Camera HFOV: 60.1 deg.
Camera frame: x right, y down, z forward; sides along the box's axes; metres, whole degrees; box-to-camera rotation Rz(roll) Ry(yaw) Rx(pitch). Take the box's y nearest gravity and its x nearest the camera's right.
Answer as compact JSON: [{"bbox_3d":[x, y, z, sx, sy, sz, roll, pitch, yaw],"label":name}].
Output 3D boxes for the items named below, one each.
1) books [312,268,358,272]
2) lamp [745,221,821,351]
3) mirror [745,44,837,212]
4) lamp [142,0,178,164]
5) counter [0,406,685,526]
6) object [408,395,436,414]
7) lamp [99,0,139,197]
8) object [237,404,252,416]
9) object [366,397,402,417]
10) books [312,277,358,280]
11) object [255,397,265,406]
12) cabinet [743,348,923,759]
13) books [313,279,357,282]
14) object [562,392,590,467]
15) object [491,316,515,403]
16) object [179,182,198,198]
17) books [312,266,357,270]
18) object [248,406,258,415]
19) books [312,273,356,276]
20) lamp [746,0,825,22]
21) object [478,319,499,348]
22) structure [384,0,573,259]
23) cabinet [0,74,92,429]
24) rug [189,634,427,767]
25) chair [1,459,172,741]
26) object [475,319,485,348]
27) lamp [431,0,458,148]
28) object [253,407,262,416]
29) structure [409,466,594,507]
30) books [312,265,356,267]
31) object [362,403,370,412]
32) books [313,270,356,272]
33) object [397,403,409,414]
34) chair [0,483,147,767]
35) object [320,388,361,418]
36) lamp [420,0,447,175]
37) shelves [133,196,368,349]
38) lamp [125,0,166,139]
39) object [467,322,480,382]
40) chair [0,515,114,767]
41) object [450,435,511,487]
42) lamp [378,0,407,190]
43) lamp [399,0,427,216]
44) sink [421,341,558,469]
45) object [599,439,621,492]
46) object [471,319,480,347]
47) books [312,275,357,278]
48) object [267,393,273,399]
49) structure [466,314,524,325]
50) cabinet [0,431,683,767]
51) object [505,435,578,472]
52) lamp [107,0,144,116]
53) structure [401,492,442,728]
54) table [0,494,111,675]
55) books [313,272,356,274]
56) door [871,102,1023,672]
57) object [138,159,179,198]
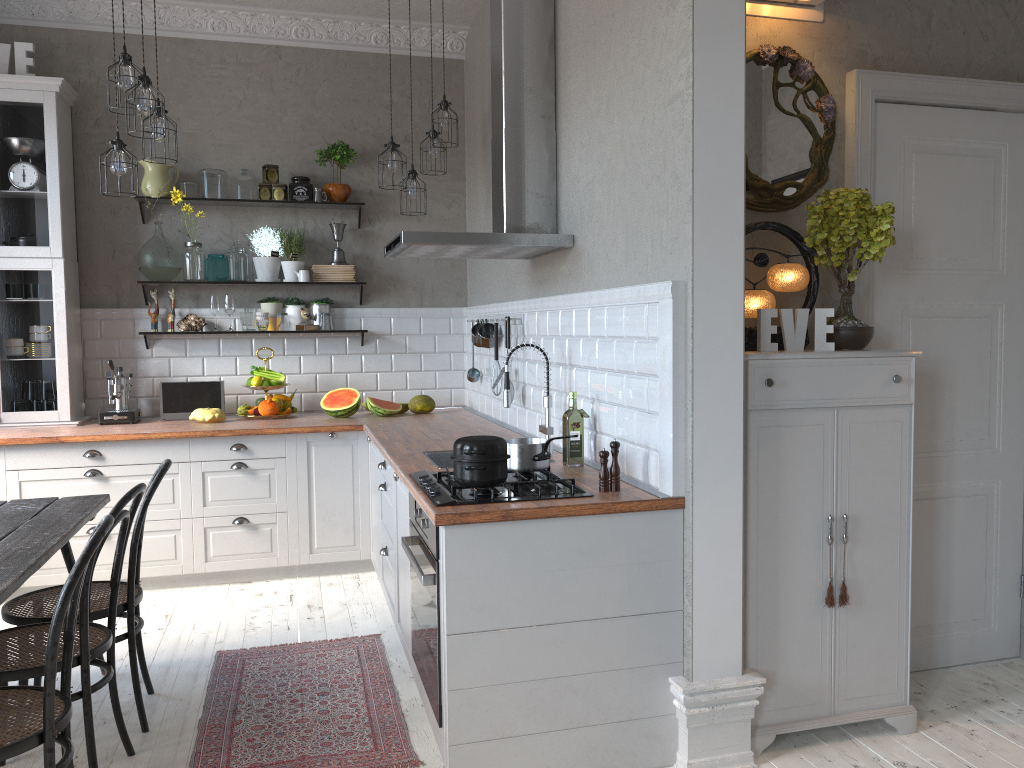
[{"bbox_3d":[-1.116,-0.718,5.576,0.262,0.016,0.157,-1,4,-3],"label":"books"},{"bbox_3d":[0.871,-0.277,3.049,0.452,0.558,0.171,-1,4,-8],"label":"lamp"},{"bbox_3d":[0.937,-0.915,3.163,0.539,0.593,0.070,-2,4,-16],"label":"mirror"},{"bbox_3d":[-1.622,-1.886,4.004,0.149,1.735,0.144,-3,4,-28],"label":"lamp"},{"bbox_3d":[-1.407,0.307,3.901,3.197,0.039,3.352,-1,4,-15],"label":"counter"},{"bbox_3d":[-0.557,0.125,5.482,0.129,0.119,0.208,2,5,38],"label":"object"},{"bbox_3d":[-1.791,-1.723,3.968,0.143,1.735,0.150,3,5,42],"label":"lamp"},{"bbox_3d":[-1.585,0.155,5.305,0.076,0.072,0.153,0,4,15],"label":"object"},{"bbox_3d":[-0.756,0.135,5.296,0.228,0.127,0.145,-3,4,-32],"label":"object"},{"bbox_3d":[-1.116,-0.664,5.579,0.262,0.016,0.157,-1,4,-3],"label":"books"},{"bbox_3d":[-1.501,0.115,5.381,0.078,0.076,0.155,0,4,12],"label":"object"},{"bbox_3d":[0.997,0.534,3.035,0.674,1.297,0.379,-2,4,-16],"label":"cabinet"},{"bbox_3d":[-1.116,-0.653,5.580,0.263,0.011,0.156,-1,4,-10],"label":"books"},{"bbox_3d":[0.244,0.170,3.349,0.090,0.282,0.081,-2,4,-15],"label":"object"},{"bbox_3d":[-0.058,-0.120,4.489,0.082,0.443,0.325,-2,4,-14],"label":"object"},{"bbox_3d":[-1.937,-1.151,5.309,0.104,0.111,0.102,-2,4,-15],"label":"object"},{"bbox_3d":[-1.116,-0.729,5.575,0.262,0.016,0.157,-1,4,-7],"label":"books"},{"bbox_3d":[-1.538,0.159,5.282,0.084,0.057,0.089,1,4,17],"label":"object"},{"bbox_3d":[-1.116,-0.686,5.578,0.263,0.011,0.156,-1,4,-10],"label":"books"},{"bbox_3d":[0.954,-1.389,3.055,0.420,0.171,0.217,-2,4,-16],"label":"lamp"},{"bbox_3d":[-0.126,-0.276,4.841,0.108,0.161,0.137,0,4,2],"label":"object"},{"bbox_3d":[-0.183,-1.380,3.894,0.721,1.596,0.704,-2,4,-15],"label":"structure"},{"bbox_3d":[-2.889,-0.698,4.915,0.889,1.921,0.383,-2,4,-16],"label":"cabinet"},{"bbox_3d":[-0.777,1.174,3.300,0.744,0.014,1.274,-1,4,-14],"label":"rug"},{"bbox_3d":[-1.481,0.740,3.123,0.556,0.920,0.432,-2,4,-18],"label":"chair"},{"bbox_3d":[-0.147,-0.284,4.965,0.109,0.161,0.135,-1,4,-13],"label":"object"},{"bbox_3d":[-0.388,-2.212,4.948,0.150,1.735,0.143,-4,5,-43],"label":"lamp"},{"bbox_3d":[-1.527,0.167,5.301,0.071,0.076,0.225,-3,4,-32],"label":"object"},{"bbox_3d":[-0.058,0.321,2.956,0.502,0.031,0.599,-1,4,-15],"label":"structure"},{"bbox_3d":[-1.117,-0.739,5.574,0.263,0.011,0.156,-1,4,-10],"label":"books"},{"bbox_3d":[-0.841,0.150,5.552,0.200,0.067,0.102,-1,4,-9],"label":"object"},{"bbox_3d":[-1.116,-0.707,5.576,0.263,0.011,0.156,-1,4,-10],"label":"books"},{"bbox_3d":[-0.702,0.149,5.492,0.117,0.073,0.204,2,5,38],"label":"object"},{"bbox_3d":[-1.383,0.769,2.654,0.552,0.920,0.435,-1,4,-8],"label":"chair"},{"bbox_3d":[-1.019,0.116,5.271,0.235,0.174,0.218,0,4,7],"label":"object"},{"bbox_3d":[-0.467,-2.093,5.108,0.144,1.735,0.149,1,4,27],"label":"lamp"},{"bbox_3d":[-1.572,-0.651,5.441,1.331,0.923,0.226,-2,4,-16],"label":"shelves"},{"bbox_3d":[-1.559,-1.918,3.697,0.144,1.735,0.149,2,4,32],"label":"lamp"},{"bbox_3d":[-0.234,-0.199,5.346,0.078,0.379,0.081,-2,4,-15],"label":"object"},{"bbox_3d":[-1.251,0.800,2.143,0.556,0.920,0.432,-2,4,-18],"label":"chair"},{"bbox_3d":[-0.099,0.242,2.792,0.194,0.147,0.189,-3,4,-35],"label":"object"},{"bbox_3d":[-0.665,-1.943,4.812,0.145,1.735,0.148,0,4,17],"label":"lamp"},{"bbox_3d":[-0.571,-1.832,4.984,0.150,1.735,0.143,-4,5,-43],"label":"lamp"},{"bbox_3d":[-0.076,0.188,3.608,0.534,0.720,0.480,-2,4,-15],"label":"sink"},{"bbox_3d":[0.311,0.258,2.827,0.074,0.167,0.035,-2,4,-16],"label":"object"},{"bbox_3d":[-0.179,-0.291,5.088,0.109,0.161,0.136,-1,4,-3],"label":"object"},{"bbox_3d":[-1.116,-0.675,5.578,0.262,0.016,0.157,-1,4,-7],"label":"books"},{"bbox_3d":[-1.469,0.104,5.382,0.086,0.093,0.085,-2,4,-19],"label":"object"},{"bbox_3d":[-0.107,-0.349,4.866,0.095,0.053,1.073,-1,4,-14],"label":"structure"},{"bbox_3d":[-0.998,0.696,4.195,4.117,0.854,2.025,2,4,31],"label":"cabinet"},{"bbox_3d":[0.108,0.230,3.087,0.300,0.134,0.177,1,4,19],"label":"object"},{"bbox_3d":[-1.692,-2.055,3.814,0.149,1.735,0.144,-3,4,-28],"label":"lamp"},{"bbox_3d":[-0.027,0.684,2.982,0.625,0.623,0.615,-2,4,-15],"label":"structure"},{"bbox_3d":[-1.820,0.873,2.549,0.915,0.735,1.898,-2,4,-14],"label":"table"},{"bbox_3d":[-1.116,-0.697,5.577,0.263,0.011,0.156,-1,4,-13],"label":"books"},{"bbox_3d":[1.711,0.036,3.448,0.760,2.183,0.079,-2,4,-16],"label":"door"},{"bbox_3d":[-2.079,-1.196,5.206,0.191,0.216,0.173,-1,4,-1],"label":"object"}]
